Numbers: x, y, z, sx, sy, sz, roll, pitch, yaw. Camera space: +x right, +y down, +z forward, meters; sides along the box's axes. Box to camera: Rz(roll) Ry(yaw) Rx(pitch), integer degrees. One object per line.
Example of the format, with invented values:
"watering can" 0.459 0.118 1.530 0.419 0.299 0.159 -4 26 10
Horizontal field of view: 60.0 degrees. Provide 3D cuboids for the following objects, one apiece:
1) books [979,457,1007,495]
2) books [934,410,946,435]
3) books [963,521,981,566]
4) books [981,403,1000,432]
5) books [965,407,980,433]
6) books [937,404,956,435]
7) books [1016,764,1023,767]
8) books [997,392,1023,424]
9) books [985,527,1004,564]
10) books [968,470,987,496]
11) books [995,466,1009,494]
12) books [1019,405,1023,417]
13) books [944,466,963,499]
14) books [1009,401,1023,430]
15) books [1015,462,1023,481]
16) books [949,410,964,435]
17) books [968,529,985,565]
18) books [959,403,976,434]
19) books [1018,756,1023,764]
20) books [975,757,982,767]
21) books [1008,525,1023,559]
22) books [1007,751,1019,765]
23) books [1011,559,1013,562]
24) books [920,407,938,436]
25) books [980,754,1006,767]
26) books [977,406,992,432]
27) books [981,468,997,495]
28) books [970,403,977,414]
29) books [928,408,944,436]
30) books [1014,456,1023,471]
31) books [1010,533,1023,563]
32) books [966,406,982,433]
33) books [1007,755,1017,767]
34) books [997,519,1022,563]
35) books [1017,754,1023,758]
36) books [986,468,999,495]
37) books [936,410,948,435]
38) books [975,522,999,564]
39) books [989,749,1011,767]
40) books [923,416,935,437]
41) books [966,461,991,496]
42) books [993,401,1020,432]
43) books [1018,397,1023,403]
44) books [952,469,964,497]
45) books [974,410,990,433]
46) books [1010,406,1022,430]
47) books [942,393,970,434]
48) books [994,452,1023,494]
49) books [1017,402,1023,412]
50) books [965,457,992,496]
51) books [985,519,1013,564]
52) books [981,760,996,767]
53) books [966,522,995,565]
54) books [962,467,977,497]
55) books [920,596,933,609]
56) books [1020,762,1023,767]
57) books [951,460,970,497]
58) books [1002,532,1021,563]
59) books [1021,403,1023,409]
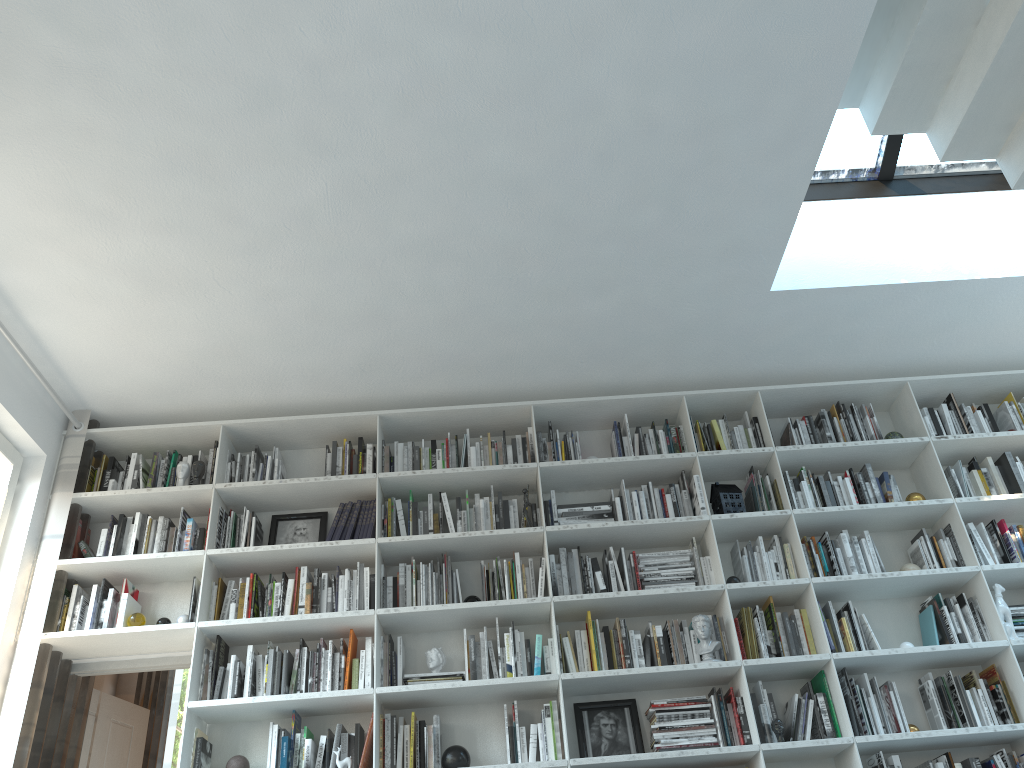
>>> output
"books" 2.590 0.556 4.783 0.026 0.286 0.157 -4 -34 -2
"books" 2.372 0.290 4.965 0.024 0.229 0.169 -4 -34 -2
"books" 2.354 0.878 4.587 0.015 0.299 0.141 -4 -34 -2
"books" 2.670 0.262 4.985 0.030 0.256 0.165 -4 -34 -2
"books" 2.558 0.274 4.970 0.022 0.235 0.173 -4 -34 -2
"books" 2.434 0.267 4.981 0.048 0.276 0.151 -4 -34 -2
"books" 2.260 1.822 3.939 0.013 0.218 0.169 -4 -34 -2
"books" 2.841 0.223 5.007 0.007 0.319 0.166 -4 -34 -2
"books" 2.476 0.891 4.594 0.043 0.267 0.131 -4 -34 -2
"books" 2.477 0.593 4.752 0.025 0.206 0.176 -4 -34 -2
"books" 2.617 0.580 4.779 0.025 0.237 0.143 -4 -34 -2
"books" 2.852 0.257 4.974 0.007 0.224 0.171 -4 -34 -2
"books" 2.366 0.590 4.774 0.012 0.252 0.162 -4 -34 -2
"books" 2.816 0.253 4.987 0.016 0.250 0.190 -4 -34 -2
"books" 2.711 0.564 4.760 0.030 0.228 0.188 -4 -34 -2
"books" 2.474 0.285 4.971 0.030 0.229 0.149 -4 -34 -2
"books" 2.369 0.894 4.566 0.011 0.246 0.156 -4 -34 -2
"books" 2.539 0.264 4.976 0.014 0.260 0.169 -4 -34 -2
"books" 2.315 1.804 3.952 0.026 0.256 0.157 -4 -34 -2
"books" 2.080 1.821 3.952 0.026 0.261 0.170 -4 -34 -2
"books" 2.600 0.877 4.576 0.021 0.252 0.168 -4 -34 -2
"books" 2.270 1.810 3.978 0.012 0.281 0.144 -4 -34 -2
"books" 2.519 0.883 4.586 0.020 0.265 0.153 -4 -34 -2
"books" 2.320 0.284 4.966 0.025 0.249 0.179 -4 -34 -2
"books" 2.183 1.809 3.951 0.070 0.265 0.187 -4 -34 -2
"books" 2.649 0.272 4.994 0.012 0.252 0.162 -4 -34 -2
"books" 2.541 0.589 4.769 0.030 0.223 0.158 -4 -34 -2
"books" 2.618 0.265 5.002 0.012 0.277 0.154 -4 -34 -2
"books" 2.347 0.283 4.961 0.026 0.240 0.185 -4 -34 -2
"books" 2.764 0.554 4.799 0.048 0.281 0.163 -4 -34 -2
"books" 2.575 0.895 4.564 0.033 0.211 0.153 -4 -34 -2
"books" 2.579 0.270 4.983 0.021 0.252 0.152 -4 -34 -2
"books" 2.242 1.812 3.961 0.021 0.263 0.151 -4 -34 -2
"books" 2.548 0.865 4.580 0.014 0.283 0.176 -4 -34 -2
"books" 2.340 1.796 3.958 0.025 0.271 0.172 -4 -34 -2
"books" 2.567 0.590 4.785 0.024 0.234 0.147 -4 -34 -2
"books" 2.397 0.291 4.986 0.027 0.248 0.140 -4 -34 -2
"books" 2.448 0.880 4.589 0.012 0.283 0.160 -4 -34 -2
"books" 2.224 1.800 3.968 0.013 0.292 0.135 -4 -34 -2
"books" 2.299 0.307 4.937 0.022 0.181 0.191 -4 -34 -2
"books" 2.500 0.572 4.771 0.026 0.259 0.168 -4 -34 -2
"books" 2.782 0.249 4.980 0.019 0.254 0.170 -4 -34 -2
"books" 2.927 0.233 5.014 0.020 0.297 0.132 -4 -34 -2
"books" 2.379 0.595 4.768 0.013 0.235 0.142 -4 -34 -2
"books" 2.603 0.283 4.958 0.024 0.201 0.191 -4 -34 -2
"books" 2.797 0.264 4.973 0.008 0.219 0.183 -4 -34 -2
"books" 2.493 0.236 4.991 0.014 0.330 0.181 -4 -34 -2
"books" 2.644 0.538 4.744 0.032 0.264 0.247 -4 -34 -2
"books" 2.868 0.250 4.987 0.031 0.247 0.165 -4 -34 -2
"books" 2.518 0.561 4.788 0.011 0.294 0.163 -4 -34 -2
"books" 2.503 0.868 4.580 0.012 0.286 0.177 -4 -34 -2
"books" 2.145 1.822 3.949 0.012 0.247 0.165 -4 -34 -2
"books" 2.406 0.878 4.583 0.065 0.287 0.146 -4 -34 -2
"books" 2.450 0.590 4.782 0.026 0.249 0.131 -4 -34 -2
"books" 2.095 1.208 4.377 0.016 0.288 0.136 -4 -34 -2
"books" 2.291 1.814 3.938 0.025 0.226 0.176 -4 -34 -2
"books" 2.410 0.574 4.782 0.051 0.280 0.167 -4 -34 -2
"books" 2.538 0.892 4.548 0.013 0.206 0.191 -4 -34 -2
"books" 2.892 0.254 5.003 0.017 0.255 0.147 -4 -34 -2
